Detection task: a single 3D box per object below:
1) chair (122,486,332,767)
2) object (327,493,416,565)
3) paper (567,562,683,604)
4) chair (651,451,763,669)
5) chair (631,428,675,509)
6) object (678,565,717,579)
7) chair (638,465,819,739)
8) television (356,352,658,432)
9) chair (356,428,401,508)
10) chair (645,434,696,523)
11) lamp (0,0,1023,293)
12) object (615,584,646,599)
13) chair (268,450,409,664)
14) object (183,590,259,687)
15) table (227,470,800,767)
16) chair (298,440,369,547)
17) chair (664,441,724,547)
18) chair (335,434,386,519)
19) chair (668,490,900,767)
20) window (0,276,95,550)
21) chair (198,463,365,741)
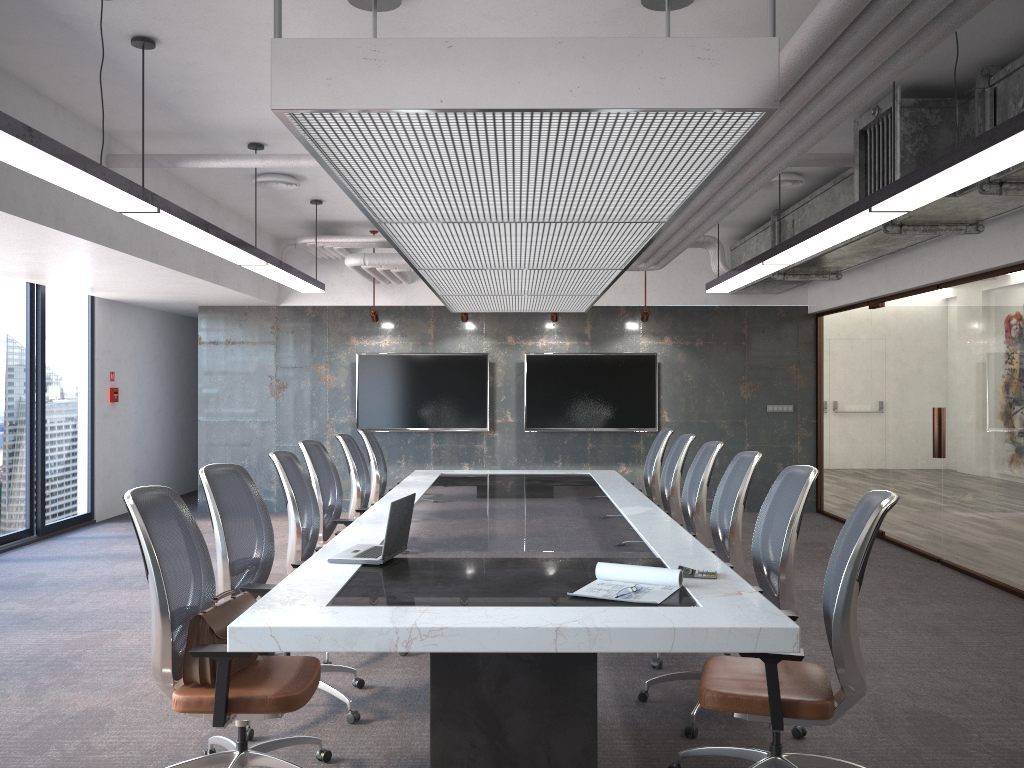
[{"bbox_3d":[-1.036,0.973,3.363,0.828,1.166,0.789,0,0,-36],"label":"chair"},{"bbox_3d":[-0.649,0.666,4.147,0.308,0.277,0.366,0,0,11],"label":"object"},{"bbox_3d":[0.447,0.773,3.462,0.348,0.069,0.379,0,0,26],"label":"paper"},{"bbox_3d":[1.055,0.978,5.157,0.828,1.166,0.789,0,0,-36],"label":"chair"},{"bbox_3d":[1.069,0.985,8.000,0.828,1.166,0.789,0,0,-36],"label":"chair"},{"bbox_3d":[0.781,0.792,3.736,0.161,0.026,0.126,0,0,15],"label":"object"},{"bbox_3d":[1.050,0.975,4.209,0.828,1.166,0.789,0,0,-36],"label":"chair"},{"bbox_3d":[-0.065,0.098,10.818,3.667,0.960,0.101,0,0,0],"label":"television"},{"bbox_3d":[-1.011,0.986,8.102,0.828,1.166,0.789,0,0,-36],"label":"chair"},{"bbox_3d":[1.064,0.983,7.052,0.828,1.166,0.789,0,0,-36],"label":"chair"},{"bbox_3d":[0.027,-1.342,5.605,4.126,0.908,6.097,0,0,0],"label":"lamp"},{"bbox_3d":[0.460,0.788,3.374,0.049,0.036,0.200,0,0,37],"label":"object"},{"bbox_3d":[-1.026,0.978,5.258,0.828,1.166,0.789,0,0,-36],"label":"chair"},{"bbox_3d":[-1.084,0.941,3.355,0.138,0.308,0.378,0,0,11],"label":"object"},{"bbox_3d":[0.019,1.184,5.685,1.898,0.745,5.498,0,0,0],"label":"table"},{"bbox_3d":[-1.109,0.981,6.309,0.828,1.166,0.789,0,0,-30],"label":"chair"},{"bbox_3d":[1.060,0.980,6.104,0.828,1.166,0.789,0,0,-36],"label":"chair"},{"bbox_3d":[-1.016,0.983,7.154,0.828,1.166,0.789,0,0,-36],"label":"chair"},{"bbox_3d":[0.995,0.972,3.264,0.828,1.166,0.789,0,0,-20],"label":"chair"},{"bbox_3d":[-4.826,0.209,5.483,0.121,2.670,9.225,0,0,0],"label":"window"},{"bbox_3d":[-1.098,0.976,4.309,0.828,1.166,0.789,0,0,-25],"label":"chair"}]
